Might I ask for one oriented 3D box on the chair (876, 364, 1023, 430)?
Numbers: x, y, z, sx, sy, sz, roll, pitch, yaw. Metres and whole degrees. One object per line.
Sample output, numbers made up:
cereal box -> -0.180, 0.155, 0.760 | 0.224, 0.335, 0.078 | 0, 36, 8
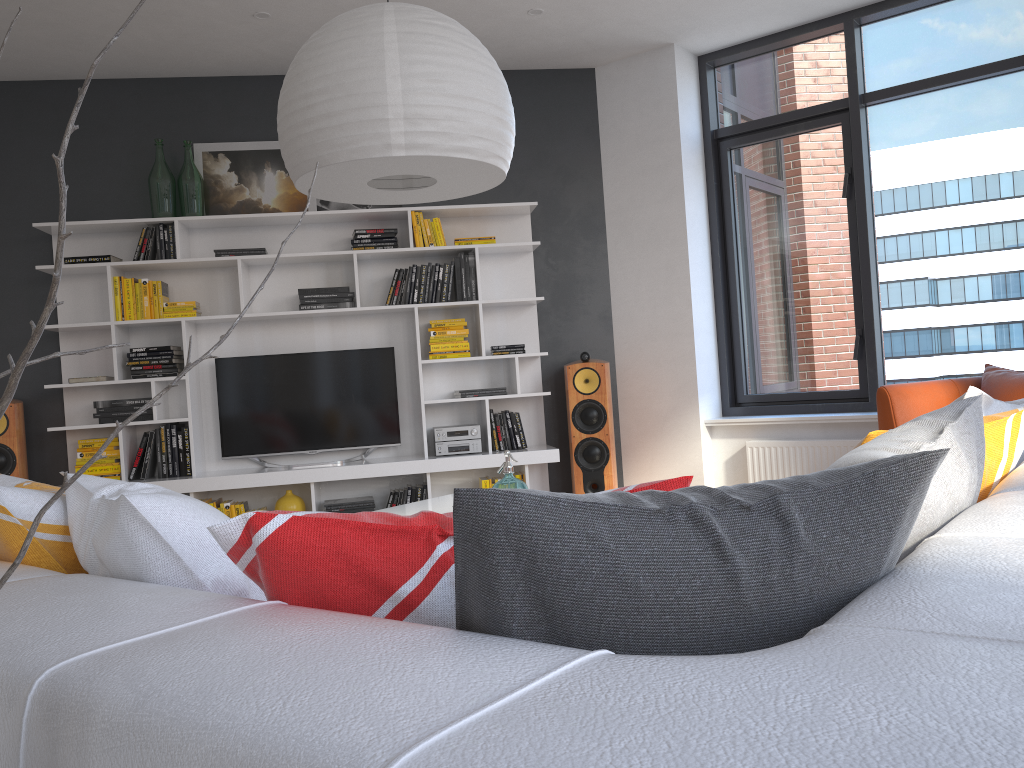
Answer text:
chair -> 2.262, 0.336, 3.901 | 0.843, 0.858, 0.896 | -4, 0, -21

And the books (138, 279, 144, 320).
books -> -2.237, -0.505, 5.412 | 0.019, 0.251, 0.180 | -4, 0, -8

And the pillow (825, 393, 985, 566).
pillow -> -0.622, 0.337, 1.914 | 2.953, 0.453, 0.647 | -4, 0, 25

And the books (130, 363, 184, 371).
books -> -2.167, -0.100, 5.421 | 0.266, 0.030, 0.209 | -4, 0, -9

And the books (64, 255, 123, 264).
books -> -2.520, -0.733, 5.351 | 0.268, 0.046, 0.208 | -4, 0, -4

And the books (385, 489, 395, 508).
books -> -0.774, 0.777, 5.505 | 0.104, 0.234, 0.182 | -4, 0, -8

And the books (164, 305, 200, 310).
books -> -2.017, -0.464, 5.427 | 0.187, 0.014, 0.134 | -4, 0, -8

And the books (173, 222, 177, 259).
books -> -2.036, -0.859, 5.422 | 0.019, 0.230, 0.174 | -4, 0, -8

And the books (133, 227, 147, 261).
books -> -2.250, -0.835, 5.404 | 0.096, 0.213, 0.166 | -4, 0, -9

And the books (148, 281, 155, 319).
books -> -2.181, -0.503, 5.420 | 0.023, 0.239, 0.169 | -4, 0, -8

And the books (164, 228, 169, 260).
books -> -2.092, -0.840, 5.420 | 0.021, 0.200, 0.147 | -4, 0, -8

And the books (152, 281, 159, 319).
books -> -2.156, -0.502, 5.419 | 0.024, 0.234, 0.172 | -4, 0, -8

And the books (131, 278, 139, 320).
books -> -2.276, -0.506, 5.409 | 0.015, 0.263, 0.199 | -4, 0, -8

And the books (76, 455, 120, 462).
books -> -2.488, 0.447, 5.398 | 0.251, 0.019, 0.180 | -4, 0, -8

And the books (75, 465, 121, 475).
books -> -2.482, 0.516, 5.386 | 0.255, 0.044, 0.198 | -4, 0, -8

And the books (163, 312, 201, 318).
books -> -2.015, -0.412, 5.427 | 0.190, 0.033, 0.147 | -4, 0, -8

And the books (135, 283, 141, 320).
books -> -2.254, -0.491, 5.391 | 0.024, 0.229, 0.156 | -4, 0, -8

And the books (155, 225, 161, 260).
books -> -2.141, -0.845, 5.413 | 0.021, 0.221, 0.156 | -4, 0, -8

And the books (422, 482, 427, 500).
books -> -0.557, 0.749, 5.539 | 0.066, 0.260, 0.197 | -4, 0, -8

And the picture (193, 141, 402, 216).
picture -> -1.365, -1.393, 5.670 | 1.279, 0.707, 0.076 | -4, 0, -8

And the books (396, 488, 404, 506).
books -> -0.709, 0.773, 5.505 | 0.081, 0.233, 0.169 | -4, 0, -9

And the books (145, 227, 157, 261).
books -> -2.189, -0.839, 5.406 | 0.074, 0.212, 0.154 | -4, 0, -9

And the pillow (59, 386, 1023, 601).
pillow -> 0.310, 0.274, 1.785 | 2.156, 0.456, 0.580 | -4, 0, -27

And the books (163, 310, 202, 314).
books -> -2.016, -0.435, 5.431 | 0.196, 0.011, 0.148 | -4, 0, -8

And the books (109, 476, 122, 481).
books -> -2.473, 0.577, 5.373 | 0.270, 0.029, 0.204 | -4, 0, -3

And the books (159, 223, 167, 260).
books -> -2.118, -0.853, 5.422 | 0.025, 0.232, 0.176 | -4, 0, -8

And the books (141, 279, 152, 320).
books -> -2.210, -0.507, 5.413 | 0.035, 0.250, 0.185 | -4, 0, -8

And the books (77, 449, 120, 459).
books -> -2.479, 0.419, 5.397 | 0.250, 0.035, 0.185 | -4, 0, -5

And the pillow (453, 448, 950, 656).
pillow -> -0.481, 0.334, 1.400 | 2.120, 0.436, 0.608 | -4, 0, 33

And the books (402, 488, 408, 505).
books -> -0.673, 0.768, 5.497 | 0.069, 0.242, 0.172 | -4, 0, -7

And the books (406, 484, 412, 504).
books -> -0.654, 0.759, 5.526 | 0.075, 0.254, 0.192 | -4, 0, -9

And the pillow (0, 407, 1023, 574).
pillow -> 0.003, 0.314, 1.705 | 2.095, 0.440, 0.630 | -4, 0, -6

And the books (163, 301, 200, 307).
books -> -2.023, -0.484, 5.439 | 0.186, 0.026, 0.138 | -4, 0, -8

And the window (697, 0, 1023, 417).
window -> 2.141, -1.034, 5.371 | 1.960, 2.402, 0.170 | -4, 0, 37

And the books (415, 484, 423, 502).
books -> -0.590, 0.756, 5.534 | 0.084, 0.249, 0.191 | -4, 0, -8

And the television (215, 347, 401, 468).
television -> -1.271, 0.154, 5.576 | 1.102, 0.704, 0.207 | -4, 0, -8

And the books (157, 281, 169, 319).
books -> -2.130, -0.504, 5.426 | 0.024, 0.234, 0.172 | -4, 0, -8

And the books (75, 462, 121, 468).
books -> -2.488, 0.487, 5.400 | 0.263, 0.015, 0.198 | -4, 0, -5

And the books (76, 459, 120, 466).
books -> -2.496, 0.469, 5.378 | 0.228, 0.024, 0.152 | -4, 0, -4

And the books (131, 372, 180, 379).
books -> -2.154, -0.048, 5.402 | 0.263, 0.026, 0.189 | -4, 0, -9

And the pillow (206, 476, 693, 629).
pillow -> -0.744, 0.378, 1.591 | 2.250, 0.449, 0.575 | -4, 0, 35

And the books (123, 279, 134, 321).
books -> -2.306, -0.502, 5.403 | 0.044, 0.255, 0.198 | -4, 0, -8

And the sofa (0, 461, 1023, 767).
sofa -> -0.305, 0.588, 2.300 | 3.424, 0.732, 2.614 | -4, 0, 37

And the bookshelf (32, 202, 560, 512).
bookshelf -> -1.261, -0.021, 5.468 | 3.000, 2.052, 0.455 | -4, 0, -8

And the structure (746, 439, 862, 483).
structure -> 2.076, 0.545, 5.097 | 1.474, 0.460, 0.110 | -4, 0, 37

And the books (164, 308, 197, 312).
books -> -2.020, -0.448, 5.411 | 0.169, 0.018, 0.113 | -4, 0, -7

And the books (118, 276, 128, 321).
books -> -2.340, -0.507, 5.393 | 0.025, 0.270, 0.213 | -4, 0, -8

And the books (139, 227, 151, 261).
books -> -2.219, -0.837, 5.414 | 0.087, 0.214, 0.171 | -4, 0, -7

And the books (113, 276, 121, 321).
books -> -2.366, -0.505, 5.381 | 0.029, 0.270, 0.204 | -4, 0, -8

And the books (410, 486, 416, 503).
books -> -0.626, 0.764, 5.524 | 0.068, 0.243, 0.179 | -4, 0, -9

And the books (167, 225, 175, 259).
books -> -2.064, -0.851, 5.425 | 0.038, 0.218, 0.169 | -4, 0, -8

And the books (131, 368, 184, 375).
books -> -2.155, -0.073, 5.404 | 0.270, 0.025, 0.189 | -4, 0, -9
